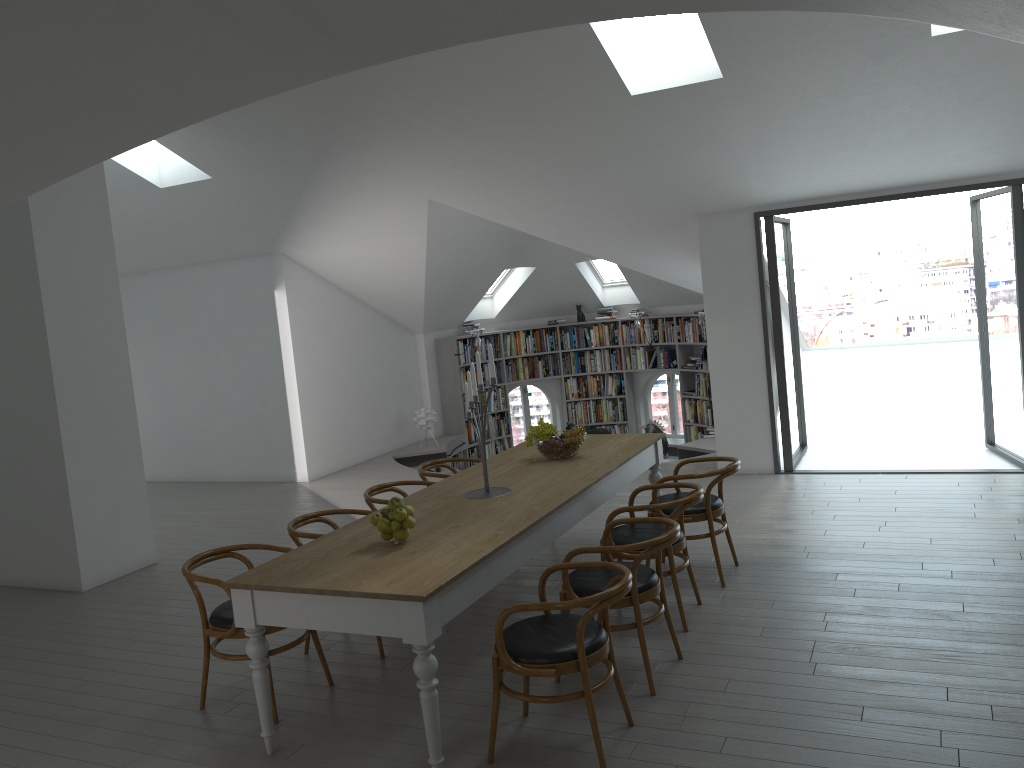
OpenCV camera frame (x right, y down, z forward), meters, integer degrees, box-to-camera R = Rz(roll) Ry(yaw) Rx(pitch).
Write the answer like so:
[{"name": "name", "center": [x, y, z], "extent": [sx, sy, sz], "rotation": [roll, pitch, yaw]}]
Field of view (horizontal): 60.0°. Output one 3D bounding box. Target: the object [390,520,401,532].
[{"name": "object", "center": [-0.537, 0.654, 4.087], "extent": [0.051, 0.053, 0.053], "rotation": [-4, 5, 18]}]

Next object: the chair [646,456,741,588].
[{"name": "chair", "center": [1.164, 0.857, 5.638], "extent": [0.621, 0.733, 0.529], "rotation": [-3, 5, 26]}]

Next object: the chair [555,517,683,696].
[{"name": "chair", "center": [0.542, 1.055, 4.335], "extent": [0.621, 0.733, 0.529], "rotation": [-3, 5, 29]}]

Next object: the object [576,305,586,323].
[{"name": "object", "center": [1.050, -1.070, 13.438], "extent": [0.147, 0.264, 0.202], "rotation": [-4, 5, 23]}]

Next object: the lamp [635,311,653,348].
[{"name": "lamp", "center": [1.893, -0.785, 12.833], "extent": [0.113, 0.565, 0.358], "rotation": [-3, 5, 33]}]

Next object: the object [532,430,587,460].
[{"name": "object", "center": [0.317, 0.413, 5.783], "extent": [0.360, 0.159, 0.361], "rotation": [-5, 6, 6]}]

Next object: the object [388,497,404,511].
[{"name": "object", "center": [-0.545, 0.566, 4.162], "extent": [0.072, 0.074, 0.073], "rotation": [-3, 6, 26]}]

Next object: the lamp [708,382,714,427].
[{"name": "lamp", "center": [2.458, 0.167, 10.367], "extent": [0.322, 0.659, 0.234], "rotation": [-2, 6, 41]}]

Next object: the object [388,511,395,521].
[{"name": "object", "center": [-0.550, 0.618, 4.127], "extent": [0.053, 0.050, 0.053], "rotation": [-6, 5, -3]}]

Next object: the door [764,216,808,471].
[{"name": "door", "center": [2.658, -0.426, 8.561], "extent": [0.080, 2.342, 1.054], "rotation": [-4, 5, 26]}]

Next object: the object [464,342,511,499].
[{"name": "object", "center": [-0.180, 0.194, 4.904], "extent": [0.265, 0.873, 0.777], "rotation": [-6, 5, 0]}]

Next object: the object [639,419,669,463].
[{"name": "object", "center": [1.546, 0.661, 9.680], "extent": [0.320, 0.561, 0.321], "rotation": [-6, 5, -1]}]

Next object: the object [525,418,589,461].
[{"name": "object", "center": [0.294, 0.350, 5.802], "extent": [0.394, 0.284, 0.293], "rotation": [-7, 5, -10]}]

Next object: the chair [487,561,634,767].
[{"name": "chair", "center": [0.224, 1.154, 3.690], "extent": [0.621, 0.733, 0.529], "rotation": [-4, 5, 23]}]

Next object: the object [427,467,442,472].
[{"name": "object", "center": [-1.001, 1.051, 10.991], "extent": [0.218, 0.082, 0.474], "rotation": [-7, 6, -11]}]

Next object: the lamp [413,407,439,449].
[{"name": "lamp", "center": [-1.129, 0.570, 11.682], "extent": [0.305, 0.524, 0.306], "rotation": [-5, 5, 15]}]

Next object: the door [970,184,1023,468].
[{"name": "door", "center": [4.285, -0.508, 7.745], "extent": [0.080, 2.342, 1.054], "rotation": [-5, 5, 11]}]

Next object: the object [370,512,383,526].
[{"name": "object", "center": [-0.633, 0.633, 4.146], "extent": [0.063, 0.063, 0.062], "rotation": [-7, 5, -12]}]

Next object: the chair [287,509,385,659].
[{"name": "chair", "center": [-0.947, 1.127, 5.112], "extent": [0.621, 0.733, 0.529], "rotation": [-4, 5, 21]}]

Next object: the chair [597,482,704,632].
[{"name": "chair", "center": [0.800, 0.959, 5.014], "extent": [0.621, 0.733, 0.529], "rotation": [-4, 5, 23]}]

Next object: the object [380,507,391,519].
[{"name": "object", "center": [-0.592, 0.608, 4.181], "extent": [0.058, 0.057, 0.053], "rotation": [-2, 7, 40]}]

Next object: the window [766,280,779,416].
[{"name": "window", "center": [2.668, -0.362, 9.334], "extent": [0.104, 1.467, 1.475], "rotation": [-4, 5, 26]}]

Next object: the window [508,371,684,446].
[{"name": "window", "center": [1.330, 0.385, 13.623], "extent": [3.229, 1.148, 0.619], "rotation": [-5, 5, 12]}]

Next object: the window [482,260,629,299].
[{"name": "window", "center": [1.206, -1.696, 12.476], "extent": [4.052, 0.712, 1.938], "rotation": [-3, 6, 26]}]

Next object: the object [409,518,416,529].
[{"name": "object", "center": [-0.486, 0.659, 4.201], "extent": [0.059, 0.056, 0.060], "rotation": [-4, 5, 21]}]

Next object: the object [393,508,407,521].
[{"name": "object", "center": [-0.516, 0.602, 4.088], "extent": [0.062, 0.059, 0.062], "rotation": [-3, 6, 27]}]

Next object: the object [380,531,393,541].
[{"name": "object", "center": [-0.586, 0.704, 4.164], "extent": [0.063, 0.063, 0.064], "rotation": [-2, 6, 37]}]

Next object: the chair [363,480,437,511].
[{"name": "chair", "center": [-0.621, 1.027, 5.758], "extent": [0.621, 0.733, 0.529], "rotation": [-3, 5, 26]}]

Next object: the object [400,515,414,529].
[{"name": "object", "center": [-0.487, 0.642, 4.116], "extent": [0.062, 0.059, 0.062], "rotation": [-3, 6, 30]}]

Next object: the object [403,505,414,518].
[{"name": "object", "center": [-0.492, 0.607, 4.172], "extent": [0.066, 0.071, 0.073], "rotation": [-6, 5, -5]}]

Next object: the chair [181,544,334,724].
[{"name": "chair", "center": [-1.318, 1.228, 4.494], "extent": [0.621, 0.733, 0.529], "rotation": [-3, 5, 29]}]

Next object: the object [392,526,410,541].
[{"name": "object", "center": [-0.518, 0.693, 4.137], "extent": [0.080, 0.074, 0.078], "rotation": [-8, 5, -19]}]

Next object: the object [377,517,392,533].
[{"name": "object", "center": [-0.587, 0.655, 4.110], "extent": [0.076, 0.076, 0.077], "rotation": [-6, 5, -7]}]

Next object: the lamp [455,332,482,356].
[{"name": "lamp", "center": [-0.609, -0.568, 12.371], "extent": [0.413, 0.311, 0.117], "rotation": [-4, 5, 23]}]

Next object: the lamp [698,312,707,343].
[{"name": "lamp", "center": [2.523, -0.669, 11.288], "extent": [0.275, 0.524, 0.112], "rotation": [-4, 4, 17]}]
